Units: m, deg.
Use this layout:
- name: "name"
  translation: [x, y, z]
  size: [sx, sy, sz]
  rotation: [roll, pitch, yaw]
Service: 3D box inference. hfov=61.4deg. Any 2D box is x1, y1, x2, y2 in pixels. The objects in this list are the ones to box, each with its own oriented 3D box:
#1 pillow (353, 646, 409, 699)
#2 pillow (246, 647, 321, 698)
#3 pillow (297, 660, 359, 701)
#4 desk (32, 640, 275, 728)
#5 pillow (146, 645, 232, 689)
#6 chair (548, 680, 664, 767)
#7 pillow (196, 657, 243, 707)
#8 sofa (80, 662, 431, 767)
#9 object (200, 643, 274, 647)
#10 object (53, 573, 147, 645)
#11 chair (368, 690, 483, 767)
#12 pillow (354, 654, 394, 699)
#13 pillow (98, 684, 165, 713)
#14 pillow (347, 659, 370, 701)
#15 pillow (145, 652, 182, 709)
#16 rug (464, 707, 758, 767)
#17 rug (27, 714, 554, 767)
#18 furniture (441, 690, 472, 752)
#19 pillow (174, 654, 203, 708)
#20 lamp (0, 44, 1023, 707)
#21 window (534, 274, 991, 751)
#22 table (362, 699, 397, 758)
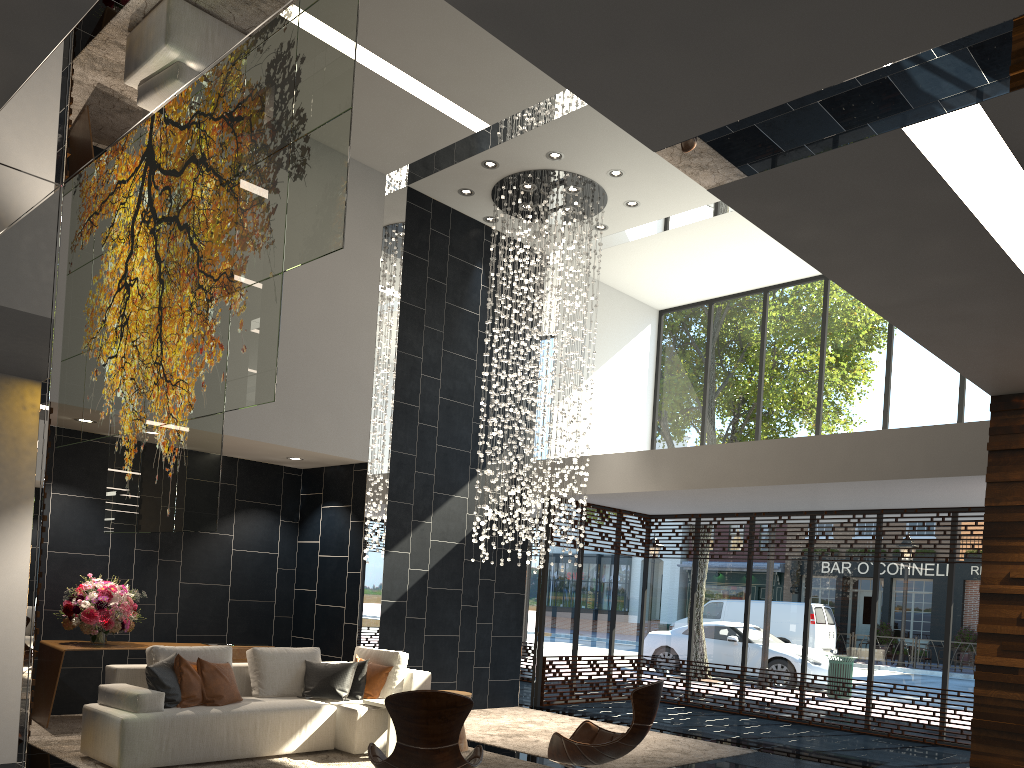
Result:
- name: "pillow"
  translation: [-1.271, 2.725, 8.147]
  size: [0.221, 0.449, 0.716]
  rotation: [6, -9, -44]
- name: "pillow"
  translation: [-2.025, 2.592, 7.777]
  size: [0.291, 0.428, 0.734]
  rotation: [-1, -11, 45]
- name: "pillow"
  translation: [-1.646, 2.651, 7.707]
  size: [0.505, 0.359, 0.305]
  rotation: [3, -6, 3]
- name: "desk"
  translation: [-3.479, 2.972, 8.603]
  size: [0.995, 0.733, 2.291]
  rotation: [-5, -15, 43]
- name: "pillow"
  translation: [-2.648, 2.388, 7.130]
  size: [0.247, 0.443, 0.734]
  rotation: [0, -10, 44]
- name: "chair"
  translation: [0.664, 2.535, 6.170]
  size: [0.787, 0.913, 0.690]
  rotation: [2, -5, 12]
- name: "pillow"
  translation: [-2.375, 2.423, 7.026]
  size: [0.268, 0.403, 0.534]
  rotation: [2, -9, 15]
- name: "sofa"
  translation: [-2.035, 2.778, 7.357]
  size: [1.299, 0.668, 2.911]
  rotation: [-7, -17, 43]
- name: "object"
  translation: [-2.907, 2.766, 9.138]
  size: [0.722, 0.026, 0.244]
  rotation: [13, -17, -35]
- name: "object"
  translation: [-3.861, 2.117, 8.101]
  size: [0.691, 0.663, 0.675]
  rotation: [-2, -9, 35]
- name: "chair"
  translation: [-0.449, 2.151, 4.896]
  size: [0.680, 0.911, 0.800]
  rotation: [5, -6, -18]
- name: "pillow"
  translation: [-1.358, 2.716, 7.958]
  size: [0.521, 0.405, 0.273]
  rotation: [-4, -8, 40]
- name: "pillow"
  translation: [-2.875, 2.364, 6.507]
  size: [0.626, 0.148, 0.245]
  rotation: [-7, -15, 38]
- name: "pillow"
  translation: [-1.527, 2.691, 7.845]
  size: [0.553, 0.408, 0.260]
  rotation: [2, -5, 12]
- name: "pillow"
  translation: [-2.671, 2.303, 6.700]
  size: [0.255, 0.404, 0.569]
  rotation: [3, -9, 2]
- name: "rug"
  translation: [0.503, 3.745, 9.234]
  size: [3.440, 0.006, 2.386]
  rotation: [-10, -19, 43]
- name: "rug"
  translation: [-1.655, 3.074, 7.054]
  size: [5.942, 0.006, 3.281]
  rotation: [-10, -19, 43]
- name: "furniture"
  translation: [-0.580, 3.096, 7.930]
  size: [0.394, 0.511, 0.399]
  rotation: [5, -6, -11]
- name: "pillow"
  translation: [-2.537, 2.351, 6.872]
  size: [0.243, 0.420, 0.564]
  rotation: [3, -9, 10]
- name: "lamp"
  translation: [0.086, -45.115, 3.842]
  size: [402.382, 111.642, 407.431]
  rotation: [8, -14, -20]
- name: "window"
  translation: [3.495, 1.202, 10.217]
  size: [6.171, 5.905, 2.388]
  rotation: [-4, -7, 44]
- name: "table"
  translation: [-1.026, 2.980, 7.466]
  size: [0.401, 0.457, 0.407]
  rotation: [-3, -9, 44]
